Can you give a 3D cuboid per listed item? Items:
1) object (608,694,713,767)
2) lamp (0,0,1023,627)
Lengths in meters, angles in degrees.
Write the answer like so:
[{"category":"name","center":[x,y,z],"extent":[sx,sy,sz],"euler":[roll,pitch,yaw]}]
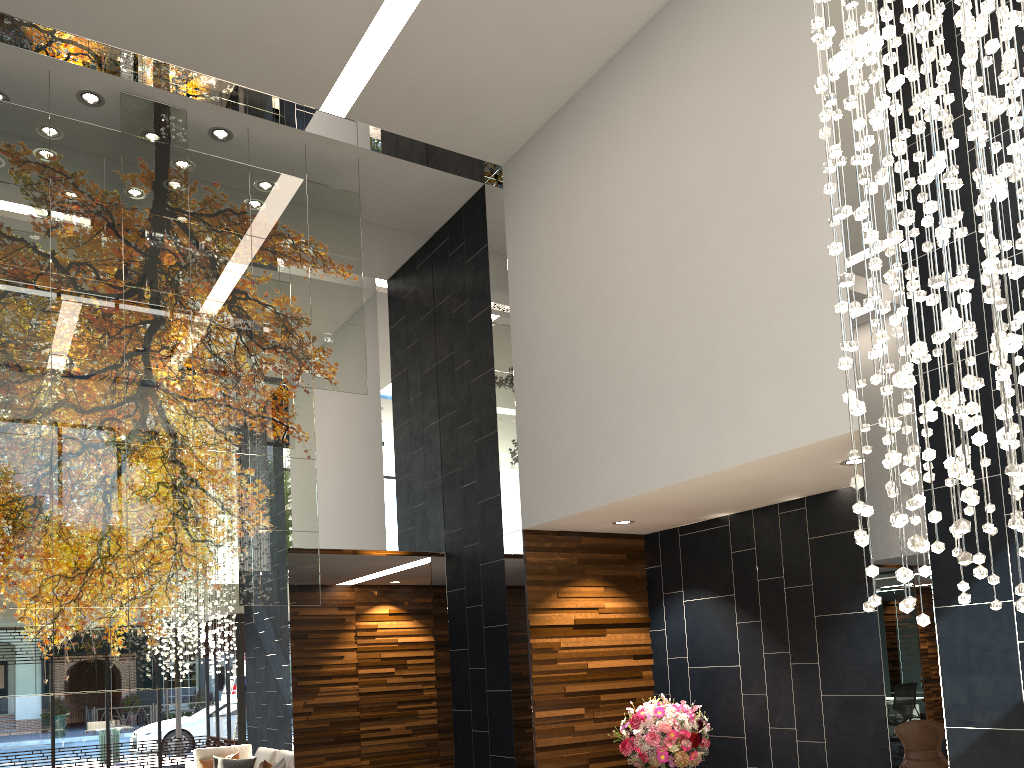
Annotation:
[{"category":"object","center":[1.181,2.731,6.670],"extent":[0.699,0.651,0.680],"euler":[7,-16,-40]},{"category":"lamp","center":[-5.920,-42.170,10.645],"extent":[398.665,109.678,418.298],"euler":[-1,-17,-7]}]
